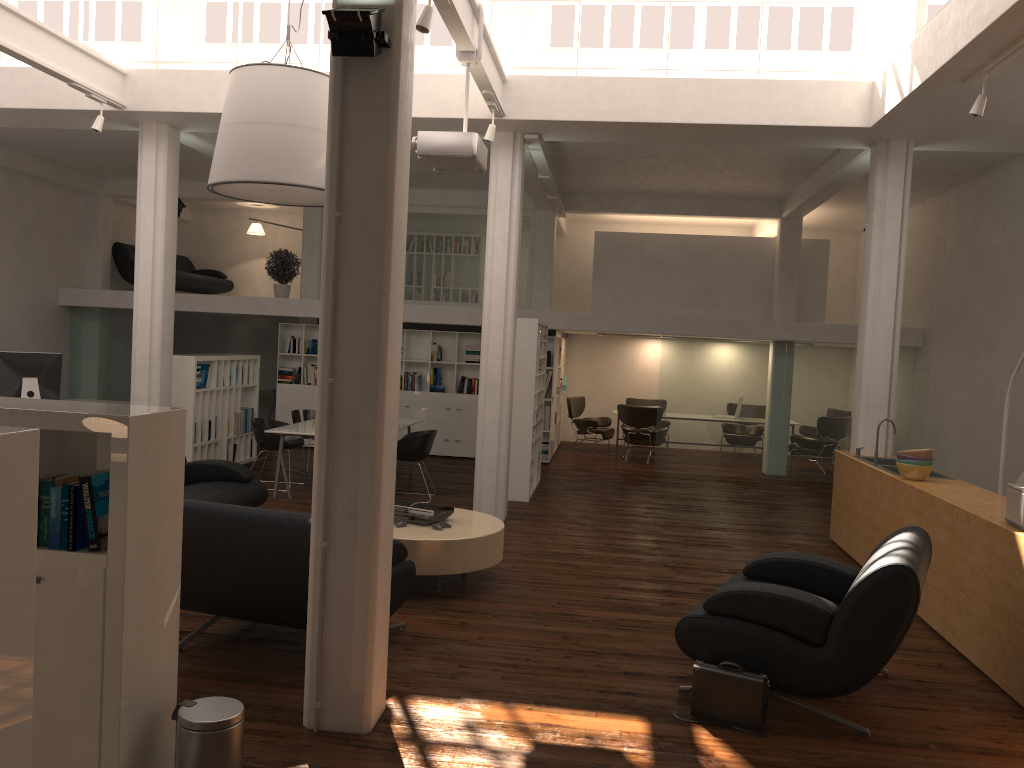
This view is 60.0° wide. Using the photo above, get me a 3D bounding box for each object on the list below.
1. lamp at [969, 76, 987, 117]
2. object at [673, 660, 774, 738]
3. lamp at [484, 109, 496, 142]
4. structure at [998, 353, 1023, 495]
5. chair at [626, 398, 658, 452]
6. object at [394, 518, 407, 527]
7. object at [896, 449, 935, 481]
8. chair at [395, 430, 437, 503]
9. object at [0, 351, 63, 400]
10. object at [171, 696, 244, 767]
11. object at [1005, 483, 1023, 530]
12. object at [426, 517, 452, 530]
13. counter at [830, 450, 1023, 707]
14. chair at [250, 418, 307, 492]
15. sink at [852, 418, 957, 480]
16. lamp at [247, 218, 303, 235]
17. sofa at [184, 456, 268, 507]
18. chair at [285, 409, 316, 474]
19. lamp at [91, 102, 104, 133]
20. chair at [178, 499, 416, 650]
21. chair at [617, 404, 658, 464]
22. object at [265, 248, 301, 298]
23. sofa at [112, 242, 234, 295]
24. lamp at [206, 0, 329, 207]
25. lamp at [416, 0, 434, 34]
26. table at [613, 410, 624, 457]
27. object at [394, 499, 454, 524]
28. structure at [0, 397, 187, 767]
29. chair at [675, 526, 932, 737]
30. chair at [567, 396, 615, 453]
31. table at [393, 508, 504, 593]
[{"bbox_3d":[4.222,-2.597,8.028,0.136,0.357,0.117,4,3,13],"label":"lamp"},{"bbox_3d":[1.356,1.955,5.636,0.618,0.376,0.271,4,3,22],"label":"object"},{"bbox_3d":[-0.246,-2.940,10.111,0.136,0.357,0.117,4,3,13],"label":"lamp"},{"bbox_3d":[6.000,-1.145,8.389,0.825,6.780,6.217,3,3,6],"label":"structure"},{"bbox_3d":[3.114,0.949,20.439,0.994,1.183,0.991,3,3,1],"label":"chair"},{"bbox_3d":[-1.065,1.293,8.315,0.119,0.062,0.193,1,3,-33],"label":"object"},{"bbox_3d":[4.024,0.797,8.861,0.299,0.332,0.331,1,3,-37],"label":"object"},{"bbox_3d":[-1.493,1.161,12.891,0.757,1.004,0.795,3,3,1],"label":"chair"},{"bbox_3d":[-7.222,-0.032,13.258,0.886,0.888,0.347,1,3,-39],"label":"object"},{"bbox_3d":[-1.478,1.824,4.365,0.415,0.465,0.311,2,3,-10],"label":"object"},{"bbox_3d":[3.829,0.910,6.477,0.291,0.296,0.385,3,3,11],"label":"object"},{"bbox_3d":[-0.706,1.293,8.307,0.231,0.099,0.193,4,3,29],"label":"object"},{"bbox_3d":[4.084,1.573,8.000,0.689,1.141,6.858,3,3,6],"label":"counter"},{"bbox_3d":[-3.543,1.038,13.296,0.757,1.004,0.795,3,3,6],"label":"chair"},{"bbox_3d":[4.345,0.777,9.920,0.596,0.774,1.757,3,3,6],"label":"sink"},{"bbox_3d":[-5.108,-3.674,21.050,2.635,0.513,0.447,4,3,16],"label":"lamp"},{"bbox_3d":[-3.725,1.174,8.885,1.467,1.119,3.087,3,3,6],"label":"sofa"},{"bbox_3d":[-3.381,0.966,15.041,0.757,1.004,0.795,5,4,41],"label":"chair"},{"bbox_3d":[-4.971,-3.204,10.636,0.136,0.357,0.117,3,3,0],"label":"lamp"},{"bbox_3d":[-1.658,1.377,6.630,1.454,1.130,1.481,4,3,18],"label":"chair"},{"bbox_3d":[2.735,1.017,18.554,0.994,1.183,0.991,4,3,21],"label":"chair"},{"bbox_3d":[-4.911,-2.347,19.026,0.793,1.127,0.770,3,3,5],"label":"object"},{"bbox_3d":[-7.842,-2.561,20.753,1.467,1.119,3.087,3,3,6],"label":"sofa"},{"bbox_3d":[-2.119,-3.959,8.489,1.386,4.284,1.386,4,3,20],"label":"lamp"},{"bbox_3d":[-0.650,-2.798,6.590,0.136,0.357,0.117,3,3,0],"label":"lamp"},{"bbox_3d":[4.128,1.182,19.258,3.900,0.947,1.040,3,3,6],"label":"table"},{"bbox_3d":[-0.922,1.235,8.614,0.558,0.163,0.471,4,3,26],"label":"object"},{"bbox_3d":[-3.535,1.085,2.399,3.131,1.914,4.752,3,3,6],"label":"structure"},{"bbox_3d":[2.081,1.585,6.247,1.481,1.130,1.454,4,3,28],"label":"chair"},{"bbox_3d":[1.744,0.900,20.007,0.991,1.183,0.994,4,3,26],"label":"chair"},{"bbox_3d":[-0.895,1.607,8.593,1.616,0.570,1.616,3,3,0],"label":"table"}]
